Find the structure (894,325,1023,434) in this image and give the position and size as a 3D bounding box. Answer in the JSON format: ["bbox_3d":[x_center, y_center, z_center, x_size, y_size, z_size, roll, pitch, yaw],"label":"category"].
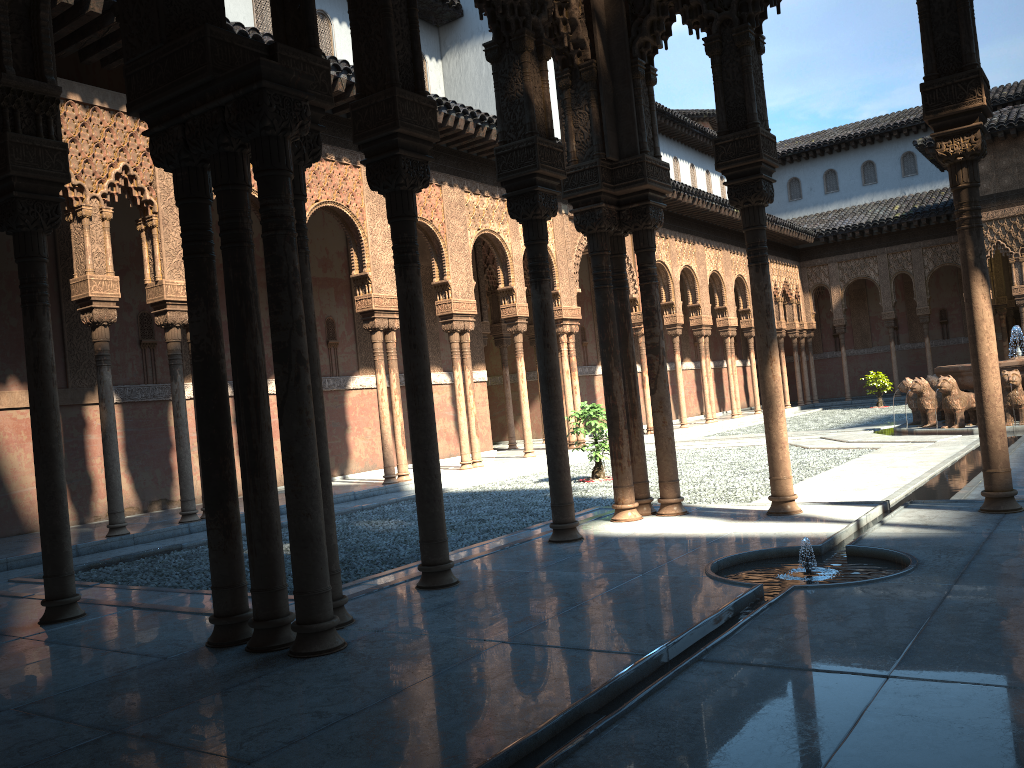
[{"bbox_3d":[9.740,-0.134,16.970,4.508,1.991,4.508,-7,-2,35],"label":"structure"}]
